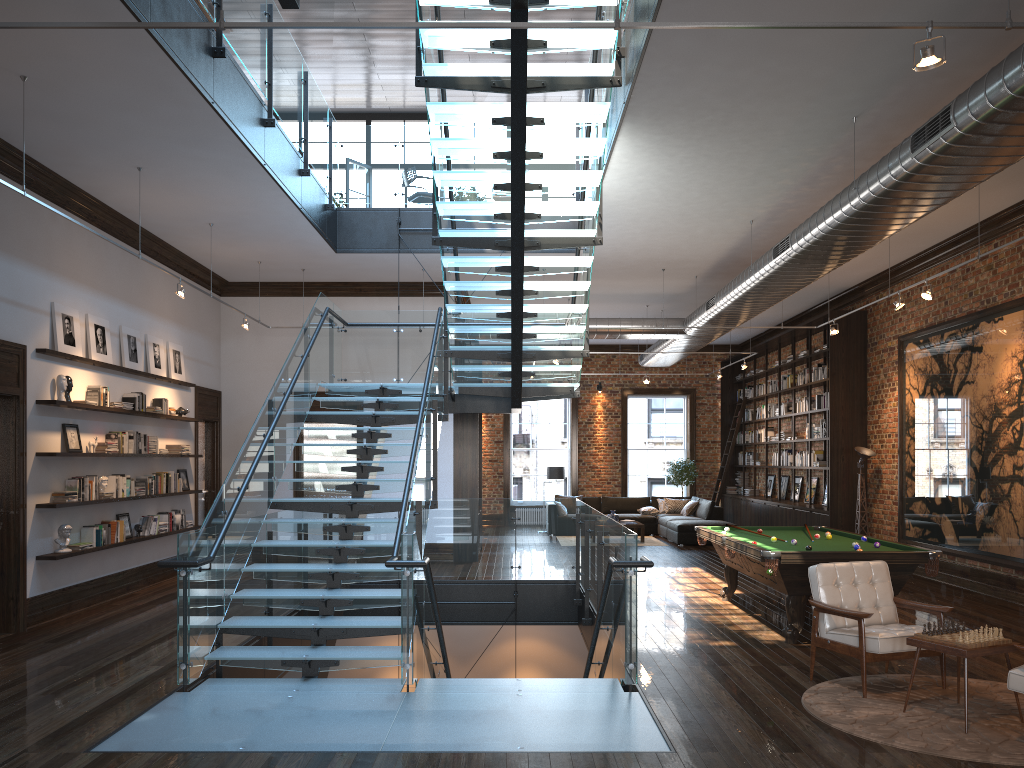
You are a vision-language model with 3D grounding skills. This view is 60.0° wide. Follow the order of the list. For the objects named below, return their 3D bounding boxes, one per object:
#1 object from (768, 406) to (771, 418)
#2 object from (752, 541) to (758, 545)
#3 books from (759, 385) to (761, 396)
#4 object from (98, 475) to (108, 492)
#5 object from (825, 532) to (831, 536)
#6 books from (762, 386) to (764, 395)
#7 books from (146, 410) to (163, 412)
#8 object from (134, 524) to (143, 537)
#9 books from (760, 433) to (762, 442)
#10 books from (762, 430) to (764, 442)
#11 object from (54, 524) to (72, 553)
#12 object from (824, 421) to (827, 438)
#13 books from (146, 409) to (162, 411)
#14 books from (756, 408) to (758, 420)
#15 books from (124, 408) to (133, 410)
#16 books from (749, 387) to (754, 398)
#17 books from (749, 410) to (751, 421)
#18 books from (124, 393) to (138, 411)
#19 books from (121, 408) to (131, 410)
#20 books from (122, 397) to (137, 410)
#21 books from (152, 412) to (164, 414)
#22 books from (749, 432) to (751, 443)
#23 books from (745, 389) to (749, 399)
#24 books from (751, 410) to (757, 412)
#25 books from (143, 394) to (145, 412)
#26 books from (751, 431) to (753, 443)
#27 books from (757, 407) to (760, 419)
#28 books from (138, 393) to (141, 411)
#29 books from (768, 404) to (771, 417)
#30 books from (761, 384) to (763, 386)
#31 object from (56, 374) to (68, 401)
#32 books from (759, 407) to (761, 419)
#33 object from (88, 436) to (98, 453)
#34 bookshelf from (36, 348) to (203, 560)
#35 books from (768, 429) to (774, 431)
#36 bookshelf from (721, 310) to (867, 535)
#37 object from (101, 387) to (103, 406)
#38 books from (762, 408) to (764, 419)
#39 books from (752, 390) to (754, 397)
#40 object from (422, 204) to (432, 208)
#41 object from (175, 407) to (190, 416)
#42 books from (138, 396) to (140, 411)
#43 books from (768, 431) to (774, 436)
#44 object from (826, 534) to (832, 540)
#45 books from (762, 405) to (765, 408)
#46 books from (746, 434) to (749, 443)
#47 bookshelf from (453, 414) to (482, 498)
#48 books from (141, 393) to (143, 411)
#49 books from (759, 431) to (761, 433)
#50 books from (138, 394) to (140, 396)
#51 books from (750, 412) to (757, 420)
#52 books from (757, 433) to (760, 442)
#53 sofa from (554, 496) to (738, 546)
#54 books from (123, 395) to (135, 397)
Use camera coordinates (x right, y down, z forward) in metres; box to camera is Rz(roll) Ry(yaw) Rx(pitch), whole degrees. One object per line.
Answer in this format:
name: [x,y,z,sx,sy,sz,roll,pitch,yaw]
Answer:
object: [5.420,0.584,18.646,0.075,0.255,0.087,0,-1,-10]
object: [2.284,1.512,8.359,0.057,0.057,0.057,2,-3,-43]
books: [5.553,0.159,19.588,0.178,0.254,0.036,0,0,0]
object: [-4.537,1.102,9.823,0.147,0.187,0.127,-1,-2,16]
object: [3.377,1.607,9.475,0.057,0.057,0.057,2,-3,-45]
books: [5.536,0.157,19.292,0.178,0.208,0.033,0,0,0]
books: [-4.542,0.340,11.233,0.143,0.013,0.227,0,-5,0]
object: [-4.550,1.783,10.807,0.106,0.151,0.082,0,-1,-1]
books: [5.553,1.183,19.496,0.186,0.208,0.017,0,0,0]
books: [5.538,1.137,19.277,0.189,0.263,0.010,0,0,0]
object: [-4.547,1.562,8.979,0.165,0.282,0.171,1,-2,-31]
object: [5.408,0.785,15.276,0.069,0.288,0.117,0,-1,-7]
books: [-4.542,0.327,11.219,0.134,0.011,0.255,0,-5,0]
books: [5.561,0.675,19.822,0.174,0.279,0.128,0,-1,0]
books: [-4.542,0.286,10.317,0.141,0.011,0.286,0,-5,1]
books: [5.535,0.210,20.337,0.190,0.279,0.017,0,0,0]
books: [5.541,0.728,20.328,0.183,0.254,0.046,0,0,0]
books: [-4.524,0.216,10.535,0.156,0.208,0.022,0,0,0]
books: [-4.540,0.297,10.318,0.142,0.011,0.256,0,-5,-2]
books: [-4.523,0.235,10.479,0.167,0.161,0.037,0,0,0]
books: [-4.533,0.362,11.231,0.162,0.011,0.231,0,-5,0]
books: [5.552,1.238,20.462,0.180,0.263,0.015,0,0,0]
books: [5.519,0.242,20.550,0.235,0.252,0.028,0,0,0]
books: [5.548,0.728,20.282,0.166,0.249,0.079,0,0,0]
books: [-4.523,0.227,10.714,0.167,0.218,0.021,0,0,0]
books: [5.547,1.214,20.256,0.164,0.277,0.013,0,0,0]
books: [5.550,0.662,19.708,0.174,0.282,0.113,0,-1,0]
books: [-4.527,0.219,10.624,0.155,0.217,0.011,0,0,0]
books: [5.547,0.573,18.855,0.183,0.313,0.013,0,0,0]
books: [5.564,0.136,19.505,0.159,0.285,0.014,0,0,0]
object: [-4.550,0.048,8.957,0.098,0.288,0.098,0,-1,42]
books: [5.556,0.649,19.590,0.174,0.285,0.091,0,0,0]
object: [-4.557,0.660,9.661,0.059,0.187,0.122,0,-1,36]
bookshelf: [-4.518,0.856,10.634,0.200,2.051,4.088,0,-4,0]
books: [5.545,1.111,19.111,0.189,0.287,0.013,0,0,0]
bookshelf: [5.363,1.142,17.830,0.600,3.991,7.430,0,-4,0]
object: [-4.532,0.142,9.647,0.154,0.206,0.010,0,0,0]
books: [5.546,0.649,19.328,0.181,0.242,0.036,0,0,0]
books: [5.558,0.243,20.206,0.170,0.195,0.084,0,-1,0]
object: [-1.311,-2.669,12.824,0.540,0.768,0.520,1,-2,-30]
object: [-4.495,0.376,11.970,0.281,0.135,0.124,3,-3,-33]
books: [-4.516,0.233,10.560,0.166,0.180,0.028,0,0,0]
books: [5.562,1.134,19.059,0.147,0.232,0.036,0,0,0]
object: [3.273,1.580,9.152,0.057,0.057,0.057,0,-2,0]
books: [5.545,0.614,19.352,0.171,0.315,0.014,0,0,0]
books: [5.526,1.263,20.531,0.231,0.224,0.024,0,0,0]
bookshelf: [-0.731,1.139,14.947,0.400,3.513,1.785,0,-1,0]
books: [-4.530,0.222,10.698,0.162,0.225,0.011,0,0,0]
books: [5.551,1.164,19.596,0.177,0.264,0.042,0,0,0]
books: [-4.535,0.221,10.607,0.154,0.211,0.023,0,0,0]
books: [5.540,0.746,20.262,0.185,0.210,0.069,0,0,0]
books: [5.526,1.191,19.552,0.236,0.202,0.046,0,0,0]
sofa: [2.516,2.781,18.332,3.500,0.803,3.460,0,-5,0]
books: [-4.539,0.226,10.503,0.126,0.184,0.042,0,0,0]
